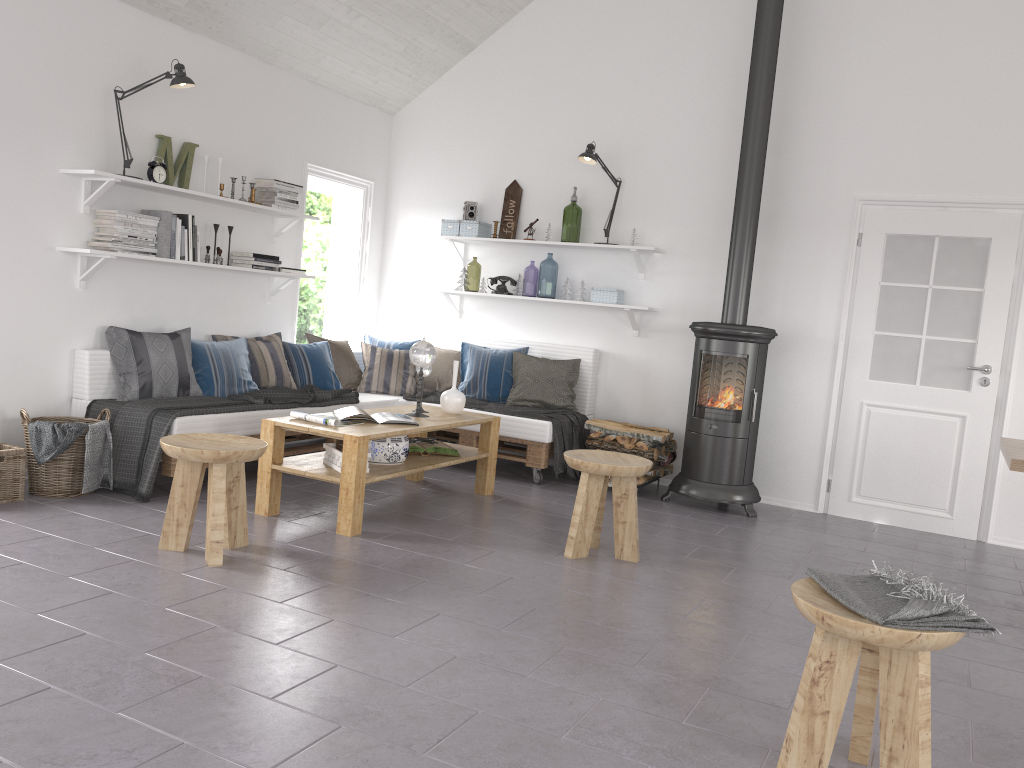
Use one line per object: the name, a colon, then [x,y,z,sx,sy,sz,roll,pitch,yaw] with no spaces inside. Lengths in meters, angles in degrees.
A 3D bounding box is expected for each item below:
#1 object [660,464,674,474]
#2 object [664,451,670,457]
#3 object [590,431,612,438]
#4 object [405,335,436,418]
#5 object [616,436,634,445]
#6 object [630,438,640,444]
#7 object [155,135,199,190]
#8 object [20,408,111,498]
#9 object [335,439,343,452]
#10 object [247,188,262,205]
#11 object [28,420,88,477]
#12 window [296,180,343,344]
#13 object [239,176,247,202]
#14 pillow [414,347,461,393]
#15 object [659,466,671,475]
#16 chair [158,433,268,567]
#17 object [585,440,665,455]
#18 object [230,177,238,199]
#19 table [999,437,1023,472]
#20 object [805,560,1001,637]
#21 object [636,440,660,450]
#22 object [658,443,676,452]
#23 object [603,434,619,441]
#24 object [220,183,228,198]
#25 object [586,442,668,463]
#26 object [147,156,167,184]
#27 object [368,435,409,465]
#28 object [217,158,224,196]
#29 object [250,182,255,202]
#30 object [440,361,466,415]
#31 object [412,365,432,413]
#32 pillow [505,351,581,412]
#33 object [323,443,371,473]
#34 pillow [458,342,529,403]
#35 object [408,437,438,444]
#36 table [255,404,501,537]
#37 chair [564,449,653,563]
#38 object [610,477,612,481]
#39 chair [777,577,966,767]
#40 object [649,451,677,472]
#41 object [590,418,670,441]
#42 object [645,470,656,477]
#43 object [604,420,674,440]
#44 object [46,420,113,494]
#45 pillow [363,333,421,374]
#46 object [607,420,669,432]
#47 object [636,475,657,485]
object: [0.864,0.550,6.235,0.569,0.078,0.115,8,5,27]
object: [0.825,0.430,6.145,0.539,0.070,0.101,8,5,27]
object: [0.673,0.339,6.127,0.098,0.061,0.467,8,5,27]
object: [-0.526,-0.047,5.123,0.155,0.468,0.155,6,5,5]
object: [0.830,0.361,6.055,0.096,0.068,0.467,8,5,26]
object: [0.889,0.371,6.012,0.044,0.034,0.425,8,5,26]
object: [-2.034,-1.314,5.328,0.052,0.311,0.330,8,5,26]
object: [-2.294,0.340,4.542,0.393,0.432,0.393,7,5,13]
object: [-0.867,0.348,4.573,0.090,0.139,0.182,5,5,-9]
object: [-1.665,-1.205,5.703,0.124,0.100,0.124,1,6,-41]
object: [-2.273,0.343,4.473,0.303,0.332,0.367,4,5,-18]
window: [-1.620,-0.773,6.981,0.052,1.655,0.685,8,5,26]
object: [-1.701,-1.231,5.610,0.066,0.160,0.066,6,5,13]
pillow: [-0.514,-0.080,6.730,0.521,0.381,0.366,7,5,23]
object: [0.822,0.552,6.137,0.562,0.063,0.095,8,5,27]
chair: [-1.272,0.479,3.749,0.431,0.479,0.431,7,5,24]
object: [0.769,0.417,6.029,0.538,0.082,0.099,8,5,26]
object: [-1.761,-1.232,5.597,0.055,0.153,0.055,6,5,4]
table: [3.177,0.788,3.459,2.300,0.749,1.001,8,5,26]
object: [1.011,0.559,2.339,0.348,0.120,0.462,5,5,-3]
object: [0.955,0.380,5.989,0.098,0.088,0.466,8,5,27]
object: [0.850,0.395,6.110,0.562,0.057,0.097,8,5,26]
object: [0.750,0.351,6.095,0.098,0.060,0.467,8,5,29]
object: [-1.785,-1.188,5.450,0.088,0.085,0.088,1,6,-41]
object: [0.776,0.457,5.994,0.562,0.063,0.095,8,5,27]
object: [-2.037,-1.222,5.091,0.050,0.165,0.120,8,5,26]
object: [-0.708,0.339,4.803,0.302,0.161,0.302,7,5,22]
object: [-1.841,-1.291,5.579,0.084,0.256,0.084,5,5,-5]
object: [-1.699,-1.243,5.790,0.055,0.153,0.055,5,5,-6]
object: [-0.351,0.022,5.374,0.155,0.325,0.155,5,5,-3]
object: [-0.536,0.005,5.326,0.109,0.329,0.109,5,5,-5]
pillow: [0.233,-0.009,6.362,0.519,0.395,0.334,6,5,4]
object: [-0.844,0.376,4.515,0.155,0.102,0.281,3,5,-31]
pillow: [-0.152,-0.082,6.535,0.526,0.428,0.311,6,5,5]
object: [-0.538,0.333,5.163,0.195,0.029,0.176,9,6,36]
table: [-0.682,0.429,4.979,0.607,0.485,1.457,8,5,26]
chair: [0.443,0.594,4.319,0.431,0.479,0.431,7,5,23]
object: [0.814,0.605,6.073,0.097,0.056,0.562,8,5,26]
chair: [0.929,0.805,2.328,0.431,0.479,0.431,10,6,43]
object: [0.973,0.518,6.007,0.118,0.142,0.520,8,5,30]
object: [0.790,0.313,6.025,0.562,0.074,0.095,8,5,27]
object: [0.737,0.557,5.968,0.468,0.069,0.095,8,5,26]
object: [0.845,0.314,6.114,0.541,0.070,0.101,8,5,27]
object: [-2.254,0.357,4.529,0.349,0.356,0.290,7,5,20]
pillow: [-0.952,-0.162,7.025,0.534,0.437,0.287,5,5,-1]
object: [0.875,0.312,6.194,0.467,0.063,0.095,8,5,26]
object: [0.919,0.628,6.020,0.096,0.060,0.467,8,5,26]
